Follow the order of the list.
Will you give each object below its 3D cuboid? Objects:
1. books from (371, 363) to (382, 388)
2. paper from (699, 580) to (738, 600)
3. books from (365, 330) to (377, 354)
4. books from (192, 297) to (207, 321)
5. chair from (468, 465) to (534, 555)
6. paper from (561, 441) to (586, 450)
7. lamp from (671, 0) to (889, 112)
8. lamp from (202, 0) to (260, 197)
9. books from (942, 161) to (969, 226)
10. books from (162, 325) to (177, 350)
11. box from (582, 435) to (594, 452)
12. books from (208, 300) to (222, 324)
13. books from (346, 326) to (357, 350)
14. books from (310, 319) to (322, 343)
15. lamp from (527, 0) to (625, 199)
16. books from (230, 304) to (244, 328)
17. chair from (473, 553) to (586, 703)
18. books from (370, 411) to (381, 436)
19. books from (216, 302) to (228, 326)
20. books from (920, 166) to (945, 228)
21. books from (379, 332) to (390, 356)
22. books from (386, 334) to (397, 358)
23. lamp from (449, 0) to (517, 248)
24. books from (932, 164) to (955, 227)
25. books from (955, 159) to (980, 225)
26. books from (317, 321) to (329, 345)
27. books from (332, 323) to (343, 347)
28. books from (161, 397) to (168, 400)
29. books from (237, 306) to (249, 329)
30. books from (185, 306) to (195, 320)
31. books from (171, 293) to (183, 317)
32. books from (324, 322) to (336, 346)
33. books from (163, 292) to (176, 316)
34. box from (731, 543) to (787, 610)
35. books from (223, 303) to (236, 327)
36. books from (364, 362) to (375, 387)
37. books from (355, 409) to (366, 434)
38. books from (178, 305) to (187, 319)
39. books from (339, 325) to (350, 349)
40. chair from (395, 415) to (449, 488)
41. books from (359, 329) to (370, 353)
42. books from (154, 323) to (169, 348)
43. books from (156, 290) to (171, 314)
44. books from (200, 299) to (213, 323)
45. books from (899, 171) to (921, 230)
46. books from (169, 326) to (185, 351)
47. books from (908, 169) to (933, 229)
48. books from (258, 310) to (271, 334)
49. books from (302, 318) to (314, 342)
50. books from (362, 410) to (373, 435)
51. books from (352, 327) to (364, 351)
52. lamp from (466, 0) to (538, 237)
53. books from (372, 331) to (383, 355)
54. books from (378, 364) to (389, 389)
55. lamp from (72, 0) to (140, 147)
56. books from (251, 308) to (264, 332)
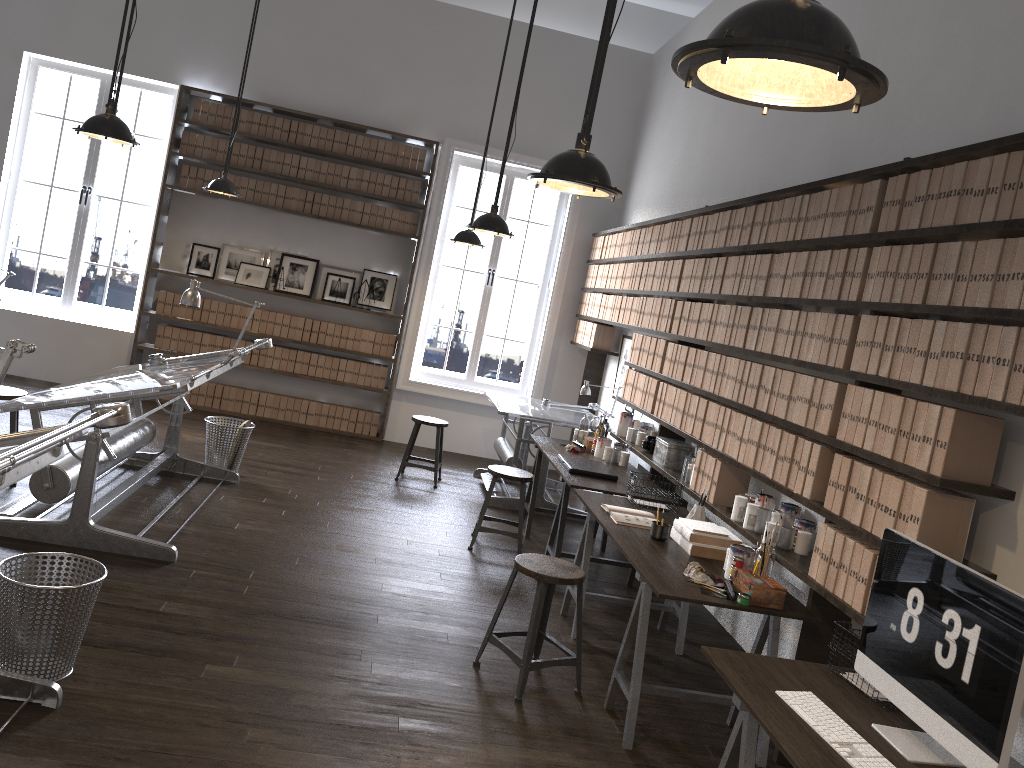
[{"bbox_3d":[-1.362,-0.085,8.883,0.066,0.225,0.175,11,4,-8],"label":"books"},{"bbox_3d":[0.810,0.798,3.483,0.137,0.038,0.155,12,5,7],"label":"paper"},{"bbox_3d":[-1.409,-0.421,8.850,0.067,0.225,0.175,11,4,-8],"label":"books"},{"bbox_3d":[-3.041,-0.727,8.627,0.067,0.225,0.175,11,4,-8],"label":"books"},{"bbox_3d":[-0.057,0.834,5.861,0.358,0.527,0.373,11,3,0],"label":"chair"},{"bbox_3d":[0.445,0.443,6.449,0.137,0.038,0.156,9,6,-23],"label":"paper"},{"bbox_3d":[0.610,-1.544,1.264,0.313,2.247,0.310,12,3,17],"label":"lamp"},{"bbox_3d":[-2.158,-2.666,7.222,0.311,2.247,0.312,10,3,-28],"label":"lamp"},{"bbox_3d":[1.589,-0.630,3.027,0.174,0.225,0.067,11,3,-8],"label":"books"},{"bbox_3d":[-3.331,-0.455,8.609,0.066,0.225,0.175,11,4,-8],"label":"books"},{"bbox_3d":[0.598,0.444,6.484,0.137,0.083,0.213,11,5,-8],"label":"box"},{"bbox_3d":[-2.899,-0.701,8.648,0.066,0.225,0.175,11,4,-8],"label":"books"},{"bbox_3d":[-1.600,-0.456,8.823,0.067,0.225,0.175,11,4,-8],"label":"books"},{"bbox_3d":[-1.946,-0.522,8.777,0.067,0.225,0.175,11,4,-8],"label":"books"},{"bbox_3d":[0.421,-1.729,2.803,0.313,2.247,0.310,12,3,17],"label":"lamp"},{"bbox_3d":[-2.695,-0.662,8.674,0.067,0.225,0.175,11,4,-8],"label":"books"},{"bbox_3d":[0.116,1.055,3.898,0.357,0.527,0.374,9,4,-34],"label":"chair"},{"bbox_3d":[-1.377,0.401,8.912,0.066,0.225,0.175,11,4,-8],"label":"books"},{"bbox_3d":[-2.830,-0.688,8.661,0.066,0.225,0.175,11,4,-8],"label":"books"},{"bbox_3d":[1.578,-0.645,3.165,0.174,0.225,0.067,11,3,-8],"label":"books"},{"bbox_3d":[-1.274,-0.396,8.874,0.066,0.225,0.175,11,4,-8],"label":"books"},{"bbox_3d":[-1.210,-0.383,8.876,0.067,0.225,0.175,11,4,-8],"label":"books"},{"bbox_3d":[-0.160,-2.290,7.490,0.311,2.247,0.312,10,3,-28],"label":"lamp"},{"bbox_3d":[1.587,-0.636,3.094,0.174,0.225,0.067,11,3,-8],"label":"books"},{"bbox_3d":[1.602,-0.621,2.961,0.174,0.225,0.067,11,3,-8],"label":"books"},{"bbox_3d":[-1.874,-0.508,8.792,0.066,0.225,0.175,11,4,-8],"label":"books"},{"bbox_3d":[-1.736,-0.482,8.810,0.066,0.225,0.175,11,4,-8],"label":"books"},{"bbox_3d":[-3.349,0.031,8.643,0.066,0.225,0.175,11,4,-8],"label":"books"},{"bbox_3d":[-2.630,-0.651,8.687,0.066,0.225,0.175,11,4,-8],"label":"books"},{"bbox_3d":[-3.113,-0.741,8.623,0.066,0.225,0.175,11,4,-8],"label":"books"},{"bbox_3d":[-3.238,-0.764,8.599,0.067,0.225,0.175,11,4,-8],"label":"books"},{"bbox_3d":[-1.804,-0.495,8.797,0.066,0.225,0.175,11,4,-8],"label":"books"},{"bbox_3d":[-3.308,-0.777,8.590,0.066,0.225,0.175,11,4,-8],"label":"books"},{"bbox_3d":[0.979,0.742,3.483,0.137,0.207,0.213,11,4,-8],"label":"box"},{"bbox_3d":[-2.761,-0.675,8.671,0.066,0.225,0.175,11,4,-8],"label":"books"},{"bbox_3d":[-1.431,-0.098,8.874,0.066,0.225,0.175,11,4,-8],"label":"books"},{"bbox_3d":[-1.523,0.374,8.889,0.067,0.225,0.175,11,4,-8],"label":"books"},{"bbox_3d":[-3.177,-0.753,8.612,0.066,0.225,0.175,11,4,-8],"label":"books"},{"bbox_3d":[-1.666,-0.469,8.820,0.066,0.225,0.175,11,4,-8],"label":"books"},{"bbox_3d":[-0.731,0.553,7.391,0.358,0.527,0.373,11,3,0],"label":"chair"},{"bbox_3d":[-1.474,-0.433,8.843,0.066,0.225,0.175,11,4,-8],"label":"books"},{"bbox_3d":[-3.401,-0.468,8.599,0.067,0.225,0.175,11,4,-8],"label":"books"},{"bbox_3d":[-3.379,-0.791,8.584,0.066,0.225,0.175,11,4,-8],"label":"books"},{"bbox_3d":[-2.968,-0.714,8.643,0.066,0.225,0.175,11,4,-8],"label":"books"},{"bbox_3d":[1.561,-0.662,3.305,0.174,0.225,0.067,11,3,-8],"label":"books"},{"bbox_3d":[-3.261,-0.442,8.622,0.066,0.225,0.175,11,4,-8],"label":"books"},{"bbox_3d":[1.565,-0.654,3.234,0.174,0.225,0.067,11,3,-8],"label":"books"},{"bbox_3d":[-2.430,-0.613,8.715,0.066,0.225,0.175,11,4,-8],"label":"books"},{"bbox_3d":[-2.019,-0.536,8.772,0.066,0.225,0.175,11,4,-8],"label":"books"},{"bbox_3d":[-1.451,0.387,8.905,0.066,0.225,0.175,11,4,-8],"label":"books"},{"bbox_3d":[-1.536,-0.445,8.836,0.066,0.225,0.175,11,4,-8],"label":"books"},{"bbox_3d":[0.082,-2.058,5.562,0.311,2.247,0.312,10,3,-28],"label":"lamp"},{"bbox_3d":[-1.342,-0.408,8.863,0.066,0.225,0.175,11,4,-8],"label":"books"},{"bbox_3d":[-1.293,-0.072,8.888,0.066,0.225,0.175,11,4,-8],"label":"books"},{"bbox_3d":[-1.809,-2.326,4.385,0.313,2.247,0.311,12,3,12],"label":"lamp"},{"bbox_3d":[-2.498,-0.625,8.702,0.067,0.225,0.175,11,4,-8],"label":"books"}]
